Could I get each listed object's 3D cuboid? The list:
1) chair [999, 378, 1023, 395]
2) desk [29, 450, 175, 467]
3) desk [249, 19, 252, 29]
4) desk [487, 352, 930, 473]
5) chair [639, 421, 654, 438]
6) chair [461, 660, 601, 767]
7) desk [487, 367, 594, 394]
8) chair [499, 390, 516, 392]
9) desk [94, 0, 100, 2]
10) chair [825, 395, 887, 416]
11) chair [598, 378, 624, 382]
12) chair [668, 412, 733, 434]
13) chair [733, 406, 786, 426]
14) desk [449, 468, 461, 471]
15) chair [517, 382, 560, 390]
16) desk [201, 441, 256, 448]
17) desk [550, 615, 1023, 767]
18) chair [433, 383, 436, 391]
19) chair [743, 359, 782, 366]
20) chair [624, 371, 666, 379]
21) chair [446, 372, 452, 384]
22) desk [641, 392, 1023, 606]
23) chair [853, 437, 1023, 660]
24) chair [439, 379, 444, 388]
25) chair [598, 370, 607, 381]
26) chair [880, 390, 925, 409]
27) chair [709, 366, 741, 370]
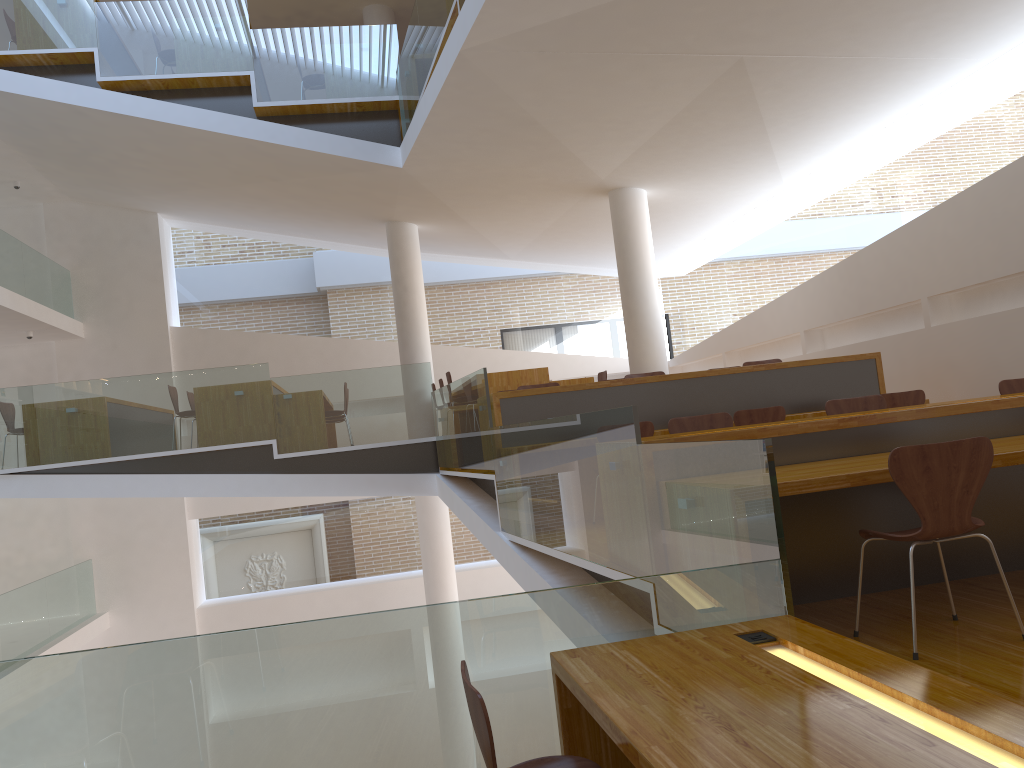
[{"bbox_3d":[3.194,0.291,5.214,0.428,0.693,0.381,-6,-3,-10],"label":"chair"},{"bbox_3d":[-4.585,0.578,10.183,0.760,0.606,3.194,-6,-3,-10],"label":"desk"},{"bbox_3d":[-3.316,-3.339,10.647,0.760,0.606,3.196,-6,-3,-10],"label":"desk"},{"bbox_3d":[1.464,0.418,6.991,3.216,1.022,1.248,-6,-3,-10],"label":"desk"},{"bbox_3d":[0.791,0.625,6.194,0.428,0.693,0.381,-6,-3,-10],"label":"chair"},{"bbox_3d":[0.108,1.019,2.122,0.381,0.693,0.428,-6,-3,-10],"label":"chair"},{"bbox_3d":[0.038,0.325,11.031,1.247,0.762,3.194,-6,-3,-10],"label":"desk"},{"bbox_3d":[0.042,0.408,8.412,0.428,0.693,0.381,-6,-3,-10],"label":"chair"},{"bbox_3d":[-4.803,-3.489,10.412,0.760,0.606,3.196,-6,-3,-10],"label":"desk"},{"bbox_3d":[2.091,0.409,5.062,0.428,0.693,0.381,-6,-3,-10],"label":"chair"},{"bbox_3d":[0.994,0.308,8.576,0.428,0.693,0.381,-6,-3,-10],"label":"chair"},{"bbox_3d":[1.139,0.509,4.897,0.428,0.693,0.381,-6,-3,-10],"label":"chair"},{"bbox_3d":[1.743,0.525,6.359,0.428,0.693,0.381,-6,-3,-10],"label":"chair"},{"bbox_3d":[1.025,0.370,8.986,3.356,0.606,0.760,-6,-3,-10],"label":"desk"},{"bbox_3d":[0.295,0.331,7.558,0.428,0.693,0.381,-6,-3,-10],"label":"chair"},{"bbox_3d":[-2.780,0.465,10.489,1.248,0.757,3.196,-6,-3,-10],"label":"desk"},{"bbox_3d":[0.776,0.934,1.089,0.760,0.606,3.185,-6,-3,-10],"label":"desk"},{"bbox_3d":[-0.812,0.326,11.417,0.381,0.693,0.428,-6,-3,-10],"label":"chair"},{"bbox_3d":[2.337,0.115,7.873,0.428,0.693,0.381,-6,-3,-10],"label":"chair"},{"bbox_3d":[1.247,0.231,7.723,0.428,0.693,0.381,-6,-3,-10],"label":"chair"},{"bbox_3d":[-0.503,0.200,9.796,0.381,0.693,0.428,-6,-3,-10],"label":"chair"},{"bbox_3d":[2.205,0.471,4.092,3.243,0.785,1.527,-6,-3,-10],"label":"desk"},{"bbox_3d":[1.450,0.549,3.124,0.428,0.693,0.381,-6,-3,-10],"label":"chair"},{"bbox_3d":[-0.661,0.271,10.752,0.381,0.693,0.428,-6,-3,-10],"label":"chair"},{"bbox_3d":[0.936,0.213,10.392,0.381,0.693,0.428,-6,-3,-10],"label":"chair"},{"bbox_3d":[2.833,0.412,6.587,0.428,0.693,0.381,-6,-3,-10],"label":"chair"},{"bbox_3d":[2.084,0.195,8.804,0.428,0.693,0.381,-6,-3,-10],"label":"chair"}]
